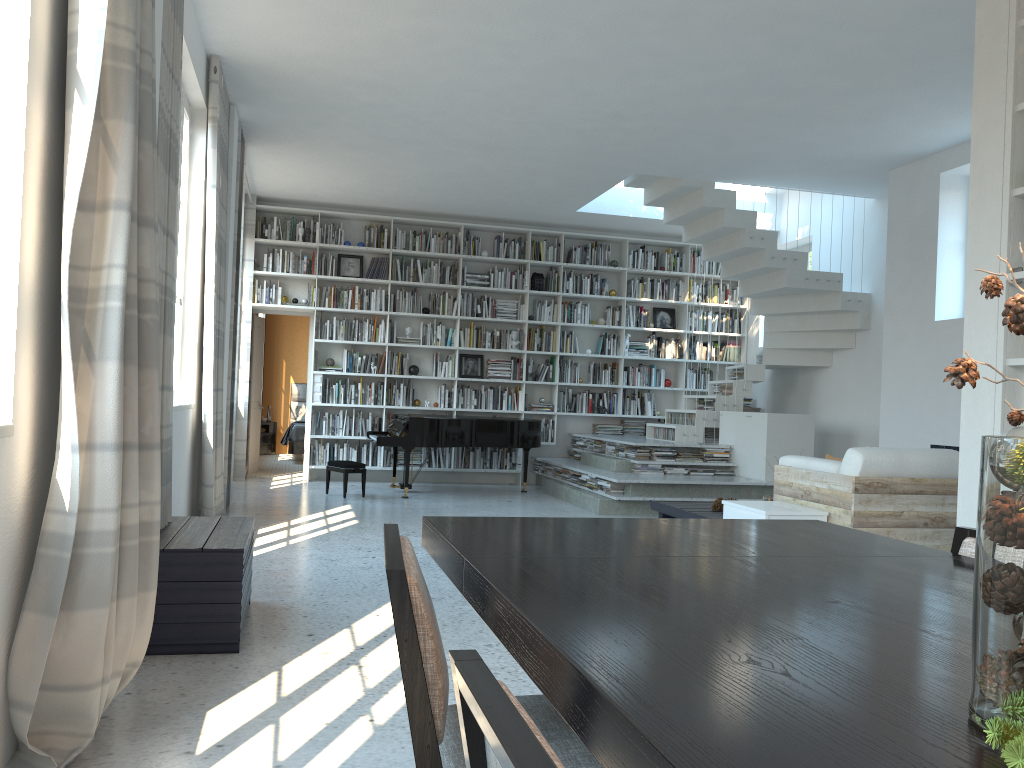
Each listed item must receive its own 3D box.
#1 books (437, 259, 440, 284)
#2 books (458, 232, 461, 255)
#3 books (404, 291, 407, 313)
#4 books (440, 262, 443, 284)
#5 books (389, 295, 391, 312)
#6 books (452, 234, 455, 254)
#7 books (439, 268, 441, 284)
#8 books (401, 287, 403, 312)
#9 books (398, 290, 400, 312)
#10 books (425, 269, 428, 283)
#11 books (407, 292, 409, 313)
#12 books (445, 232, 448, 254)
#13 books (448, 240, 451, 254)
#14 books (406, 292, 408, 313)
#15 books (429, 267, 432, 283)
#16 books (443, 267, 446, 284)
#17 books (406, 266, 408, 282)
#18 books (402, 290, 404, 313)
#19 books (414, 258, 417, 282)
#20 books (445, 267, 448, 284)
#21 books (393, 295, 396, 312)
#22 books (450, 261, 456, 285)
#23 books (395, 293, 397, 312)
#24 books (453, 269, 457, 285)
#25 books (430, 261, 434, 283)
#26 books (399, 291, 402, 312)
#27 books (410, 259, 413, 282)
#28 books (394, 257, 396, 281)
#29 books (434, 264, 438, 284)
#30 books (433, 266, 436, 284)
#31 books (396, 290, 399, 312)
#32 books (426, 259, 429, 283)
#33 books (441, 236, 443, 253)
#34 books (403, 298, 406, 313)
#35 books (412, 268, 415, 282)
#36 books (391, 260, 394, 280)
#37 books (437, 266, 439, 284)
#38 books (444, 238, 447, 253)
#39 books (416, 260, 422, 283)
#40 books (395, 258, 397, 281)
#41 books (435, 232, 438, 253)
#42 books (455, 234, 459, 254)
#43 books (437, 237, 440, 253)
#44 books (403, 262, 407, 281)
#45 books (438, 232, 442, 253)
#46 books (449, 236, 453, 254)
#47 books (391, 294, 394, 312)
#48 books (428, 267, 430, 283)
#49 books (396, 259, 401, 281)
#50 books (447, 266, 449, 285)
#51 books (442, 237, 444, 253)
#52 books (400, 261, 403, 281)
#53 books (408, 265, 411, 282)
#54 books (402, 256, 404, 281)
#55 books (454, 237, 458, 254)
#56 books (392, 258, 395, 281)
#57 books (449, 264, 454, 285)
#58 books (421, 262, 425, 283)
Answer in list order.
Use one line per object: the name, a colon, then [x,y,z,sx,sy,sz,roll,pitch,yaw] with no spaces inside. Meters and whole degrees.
books: [-0.893,-1.341,10.716,0.011,0.313,0.183,2,-1,-14]
books: [-0.653,-1.686,10.774,0.026,0.288,0.176,2,-1,-14]
books: [-1.274,-0.967,10.612,0.009,0.263,0.189,2,-1,-14]
books: [-0.860,-1.328,10.748,0.022,0.290,0.146,2,-1,-14]
books: [-1.460,-0.947,10.583,0.015,0.207,0.186,2,-1,-14]
books: [-0.723,-1.675,10.775,0.029,0.261,0.151,2,-1,-14]
books: [-0.883,-1.291,10.740,0.024,0.213,0.150,2,-1,-14]
books: [-1.326,-0.996,10.629,0.011,0.317,0.154,2,-1,-14]
books: [-1.357,-0.977,10.607,0.012,0.276,0.157,2,-1,-14]
books: [-1.047,-1.281,10.686,0.028,0.180,0.168,2,-1,-14]
books: [-1.260,-0.965,10.642,0.010,0.261,0.169,2,-1,-14]
books: [-0.795,-1.690,10.745,0.013,0.285,0.159,2,-1,-14]
books: [-0.775,-1.639,10.744,0.031,0.185,0.176,2,-1,-14]
books: [-1.265,-0.961,10.616,0.012,0.251,0.184,2,-1,-14]
books: [-0.993,-1.293,10.698,0.010,0.208,0.173,2,-1,-14]
books: [-0.831,-1.291,10.734,0.030,0.218,0.182,2,-1,-14]
books: [-1.268,-1.302,10.639,0.024,0.201,0.153,2,-1,-14]
books: [-1.312,-0.979,10.610,0.010,0.283,0.184,2,-1,-14]
books: [-1.167,-1.354,10.674,0.013,0.315,0.135,2,-1,-14]
books: [-0.807,-1.292,10.744,0.022,0.222,0.161,2,-1,-14]
books: [-1.418,-0.951,10.617,0.024,0.219,0.140,2,-1,-14]
books: [-0.729,-1.328,10.758,0.058,0.302,0.175,2,-1,-14]
books: [-1.397,-0.960,10.609,0.012,0.240,0.134,2,-1,-14]
books: [-0.695,-1.281,10.792,0.028,0.212,0.134,2,-1,-14]
books: [-0.977,-1.331,10.716,0.026,0.286,0.137,2,-1,-14]
books: [-1.341,-0.969,10.612,0.024,0.262,0.177,2,-1,-14]
books: [-1.214,-1.346,10.644,0.023,0.293,0.155,2,-1,-14]
books: [-1.414,-1.362,10.621,0.014,0.309,0.130,2,-1,-14]
books: [-0.929,-1.316,10.722,0.028,0.261,0.135,2,-1,-14]
books: [-0.949,-1.300,10.698,0.021,0.226,0.191,2,-1,-14]
books: [-1.376,-0.979,10.606,0.026,0.279,0.151,2,-1,-14]
books: [-1.025,-1.344,10.691,0.012,0.308,0.145,2,-1,-14]
books: [-0.860,-1.665,10.727,0.021,0.228,0.161,2,-1,-14]
books: [-1.299,-0.929,10.631,0.029,0.187,0.149,2,-1,-14]
books: [-1.191,-1.288,10.661,0.034,0.180,0.160,2,-1,-14]
books: [-1.437,-1.338,10.579,0.023,0.256,0.174,2,-1,-14]
books: [-0.909,-1.301,10.723,0.013,0.231,0.141,2,-1,-14]
books: [-0.821,-1.649,10.721,0.026,0.200,0.187,2,-1,-14]
books: [-1.119,-1.338,10.660,0.075,0.285,0.178,2,-1,-14]
books: [-1.398,-1.351,10.602,0.010,0.287,0.148,2,-1,-14]
books: [-0.921,-1.688,10.724,0.014,0.269,0.156,2,-1,-14]
books: [-0.674,-1.676,10.774,0.014,0.267,0.171,2,-1,-14]
books: [-0.904,-1.659,10.737,0.029,0.213,0.141,2,-1,-14]
books: [-1.290,-1.324,10.619,0.031,0.242,0.181,2,-1,-14]
books: [-0.875,-1.685,10.716,0.014,0.266,0.192,2,-1,-14]
books: [-0.749,-1.664,10.761,0.026,0.237,0.149,2,-1,-14]
books: [-1.444,-0.955,10.612,0.029,0.225,0.136,2,-1,-14]
books: [-1.015,-1.296,10.720,0.024,0.212,0.128,2,-1,-14]
books: [-1.362,-1.343,10.617,0.067,0.274,0.168,2,-1,-14]
books: [-0.788,-1.298,10.764,0.025,0.237,0.153,2,-1,-14]
books: [-0.841,-1.653,10.719,0.013,0.207,0.178,2,-1,-14]
books: [-1.323,-1.334,10.619,0.011,0.260,0.157,2,-1,-14]
books: [-1.240,-1.310,10.638,0.029,0.219,0.157,2,-1,-14]
books: [-1.309,-1.361,10.613,0.012,0.315,0.171,2,-1,-14]
books: [-0.692,-1.656,10.761,0.026,0.225,0.172,2,-1,-14]
books: [-1.423,-1.350,10.597,0.013,0.283,0.158,2,-1,-14]
books: [-0.745,-1.310,10.755,0.055,0.264,0.167,2,-1,-14]
books: [-1.073,-1.325,10.687,0.027,0.265,0.168,2,-1,-14]
